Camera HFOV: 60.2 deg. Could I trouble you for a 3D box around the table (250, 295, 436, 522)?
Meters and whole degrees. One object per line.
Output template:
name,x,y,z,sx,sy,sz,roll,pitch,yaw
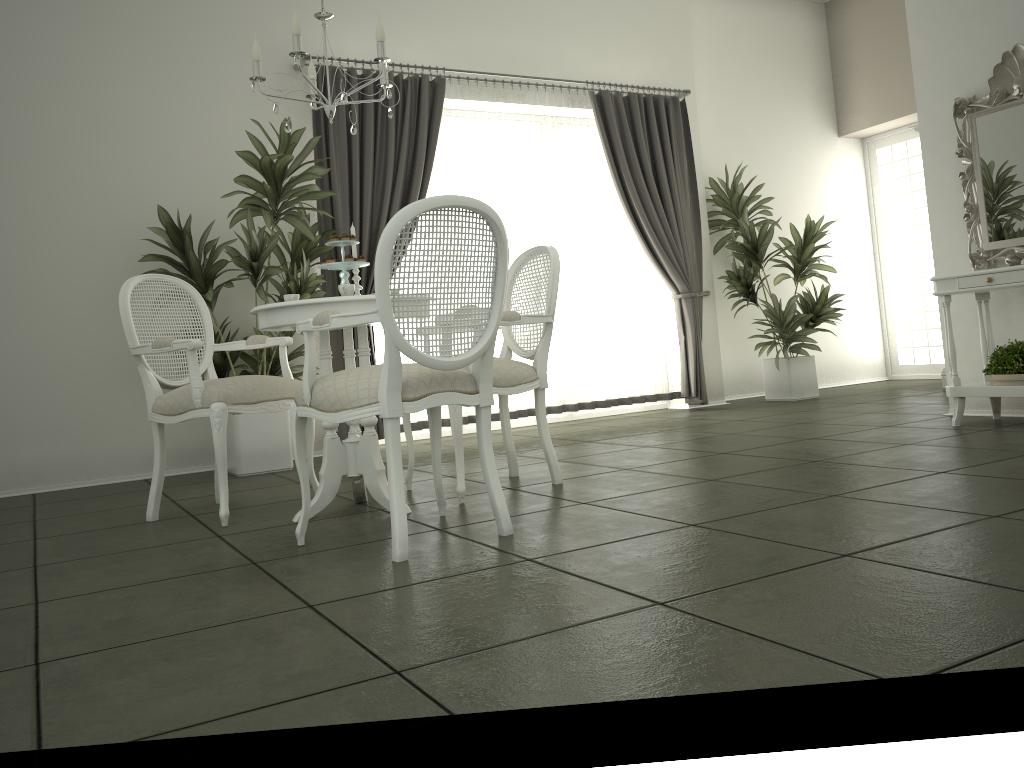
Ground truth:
table,-0.639,0.090,3.532,0.742,0.834,0.736,-4,-1,-32

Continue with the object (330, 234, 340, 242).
object,-0.714,-0.587,3.562,0.039,0.032,0.039,-5,0,2

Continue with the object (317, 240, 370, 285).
object,-0.682,-0.451,3.588,0.210,0.250,0.210,-5,-1,4

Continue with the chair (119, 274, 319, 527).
chair,-1.288,0.018,3.808,0.687,1.069,0.595,-6,-2,27

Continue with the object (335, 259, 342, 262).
object,-0.721,-0.501,3.655,0.039,0.032,0.039,-5,0,12

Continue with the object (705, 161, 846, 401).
object,2.308,-0.923,7.618,1.163,2.107,1.034,-4,-2,-11

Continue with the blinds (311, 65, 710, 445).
blinds,0.072,-0.966,6.706,3.669,2.616,0.655,-5,-3,-29

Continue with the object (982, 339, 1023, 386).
object,2.636,-0.122,4.549,0.375,0.233,0.345,-5,0,-33

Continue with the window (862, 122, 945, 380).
window,3.991,-1.298,8.658,0.058,2.514,0.993,-3,-3,-29

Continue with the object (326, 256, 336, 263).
object,-0.724,-0.496,3.529,0.039,0.032,0.039,-5,0,22

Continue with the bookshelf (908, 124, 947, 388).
bookshelf,3.990,-1.165,7.074,0.626,2.356,1.143,-3,-3,-29

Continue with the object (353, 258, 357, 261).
object,-0.648,-0.507,3.654,0.039,0.032,0.039,-5,0,-8

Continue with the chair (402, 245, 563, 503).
chair,-0.111,-0.081,3.920,0.691,1.069,0.591,-4,-2,-28

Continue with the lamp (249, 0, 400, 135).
lamp,-0.817,-2.280,3.677,0.590,2.451,0.592,-7,-4,39

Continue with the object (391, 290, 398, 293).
object,-0.502,-0.375,3.717,0.062,0.049,0.077,-5,0,4

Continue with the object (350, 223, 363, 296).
object,-0.675,-0.516,3.798,0.087,0.366,0.088,-7,-4,39

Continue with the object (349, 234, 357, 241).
object,-0.652,-0.593,3.596,0.039,0.032,0.039,-5,0,-23

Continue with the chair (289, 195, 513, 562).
chair,-0.332,-0.028,2.876,0.596,1.069,0.686,-3,-3,-38

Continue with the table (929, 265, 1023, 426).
table,2.622,-0.196,4.549,0.433,0.809,0.694,-3,-2,-29

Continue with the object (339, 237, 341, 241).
object,-0.713,-0.590,3.633,0.039,0.032,0.039,-5,0,-8

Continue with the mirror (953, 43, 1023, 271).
mirror,2.785,-1.239,4.753,0.082,1.215,0.832,-3,-2,-29

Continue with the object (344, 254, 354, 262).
object,-0.651,-0.502,3.527,0.039,0.032,0.039,-5,0,27

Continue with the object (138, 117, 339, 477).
object,-1.592,-0.528,5.282,1.163,2.107,1.034,-4,-2,-11

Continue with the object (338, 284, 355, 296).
object,-0.615,-0.346,3.298,0.062,0.049,0.077,-5,0,-19

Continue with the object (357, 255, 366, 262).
object,-0.613,-0.507,3.590,0.039,0.032,0.039,-5,0,22

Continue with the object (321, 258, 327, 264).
object,-0.759,-0.495,3.593,0.039,0.032,0.039,-5,0,22

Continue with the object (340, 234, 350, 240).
object,-0.673,-0.590,3.561,0.039,0.032,0.039,-5,0,-8

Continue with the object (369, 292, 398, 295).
object,-0.500,-0.340,3.397,0.119,0.016,0.118,-6,2,-39

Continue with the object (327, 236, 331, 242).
object,-0.734,-0.587,3.597,0.039,0.032,0.039,-4,0,-43

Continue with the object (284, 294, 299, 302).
object,-0.891,-0.339,3.590,0.077,0.049,0.062,-4,0,41
